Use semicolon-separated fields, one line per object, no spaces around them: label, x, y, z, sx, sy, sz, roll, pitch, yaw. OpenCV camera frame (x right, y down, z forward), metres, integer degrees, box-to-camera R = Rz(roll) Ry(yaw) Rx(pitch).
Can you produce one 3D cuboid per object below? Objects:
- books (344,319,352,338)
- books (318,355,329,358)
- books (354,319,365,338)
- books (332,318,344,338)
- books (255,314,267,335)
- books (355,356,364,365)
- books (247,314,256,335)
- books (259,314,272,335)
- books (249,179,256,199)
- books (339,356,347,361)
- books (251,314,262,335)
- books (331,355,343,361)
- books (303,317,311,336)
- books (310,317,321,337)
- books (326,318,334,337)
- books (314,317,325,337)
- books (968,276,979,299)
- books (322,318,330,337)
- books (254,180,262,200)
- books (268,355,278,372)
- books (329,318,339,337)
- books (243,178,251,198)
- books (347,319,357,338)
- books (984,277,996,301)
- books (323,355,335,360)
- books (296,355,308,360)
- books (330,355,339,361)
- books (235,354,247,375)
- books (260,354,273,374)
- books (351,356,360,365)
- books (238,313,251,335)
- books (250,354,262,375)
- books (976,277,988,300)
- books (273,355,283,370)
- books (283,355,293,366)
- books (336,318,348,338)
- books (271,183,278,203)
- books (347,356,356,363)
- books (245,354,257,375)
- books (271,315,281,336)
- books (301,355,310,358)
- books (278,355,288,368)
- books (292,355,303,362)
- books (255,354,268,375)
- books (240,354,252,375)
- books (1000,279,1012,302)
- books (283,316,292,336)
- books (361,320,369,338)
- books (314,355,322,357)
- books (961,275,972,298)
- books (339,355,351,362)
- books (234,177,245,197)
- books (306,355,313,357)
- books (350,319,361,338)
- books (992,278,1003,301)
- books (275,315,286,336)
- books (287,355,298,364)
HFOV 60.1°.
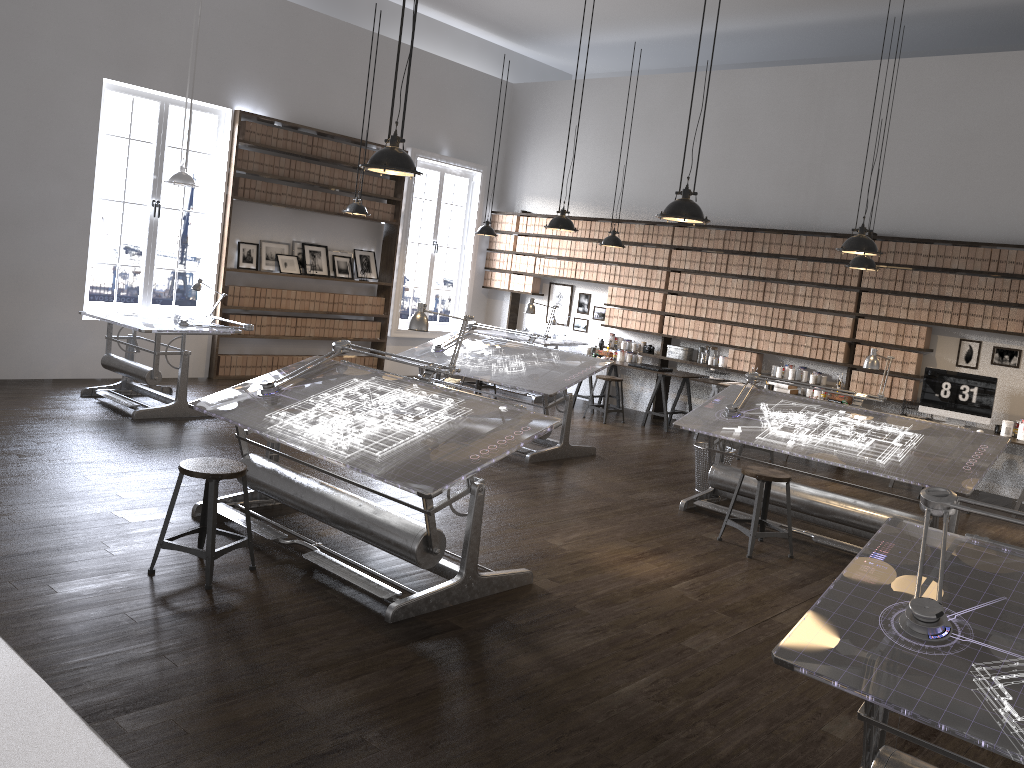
books;-2.154;-0.720;11.429;0.175;0.225;0.066;12;6;41
books;-2.401;-0.241;11.252;0.175;0.225;0.066;12;7;41
books;-2.017;-0.723;11.583;0.175;0.224;0.066;12;6;41
books;-2.244;-0.718;11.323;0.175;0.225;0.066;12;7;41
books;-2.986;-0.702;10.485;0.175;0.224;0.066;12;7;41
books;-2.036;-0.249;11.666;0.175;0.225;0.066;12;6;41
books;-3.082;-0.701;10.379;0.175;0.225;0.066;12;7;41
books;-2.945;-0.704;10.533;0.175;0.224;0.066;12;7;41
books;-3.012;-2.227;10.131;0.175;0.225;0.066;12;6;41
books;-2.217;-0.244;11.452;0.175;0.225;0.067;12;6;41
books;-3.032;-0.701;10.429;0.175;0.225;0.067;12;6;41
books;-2.265;-0.244;11.405;0.175;0.224;0.066;12;7;41
books;-2.569;-0.710;10.951;0.175;0.225;0.066;12;6;41
books;-2.481;-0.714;11.062;0.175;0.225;0.066;12;7;41
books;-2.338;-0.715;11.213;0.175;0.225;0.067;12;6;41
books;-2.433;-0.714;11.113;0.175;0.225;0.066;12;7;41
books;4.540;-0.937;8.665;0.067;0.225;0.174;11;7;41
books;-2.383;-0.715;11.168;0.175;0.224;0.066;12;7;41
books;-2.961;-2.227;10.181;0.175;0.225;0.066;12;6;41
books;-2.904;-0.230;10.677;0.175;0.225;0.067;12;6;41
books;-2.290;-0.716;11.267;0.175;0.225;0.066;12;7;41
books;-3.057;-2.225;10.071;0.175;0.225;0.067;12;7;41
books;-2.104;-0.720;11.479;0.175;0.225;0.067;12;7;41
books;4.640;-0.912;8.566;0.067;0.225;0.174;11;7;41
books;-2.352;-0.241;11.302;0.175;0.225;0.067;12;6;41
books;-2.625;-0.236;10.993;0.175;0.225;0.067;12;7;41
books;-2.305;-0.243;11.357;0.175;0.224;0.066;12;7;41
books;-3.186;-0.225;10.363;0.175;0.224;0.066;12;6;41
books;-2.958;-0.230;10.624;0.175;0.225;0.066;12;7;41
books;-2.080;-0.247;11.610;0.175;0.225;0.066;12;6;41
books;-3.129;-0.700;10.328;0.175;0.225;0.066;12;7;41
books;-3.051;-0.228;10.518;0.175;0.225;0.066;12;6;41
books;4.589;-0.925;8.616;0.067;0.225;0.174;11;7;41
books;-2.859;-0.232;10.736;0.175;0.224;0.066;12;7;41
books;-2.769;-0.232;10.828;0.175;0.225;0.067;12;7;41
books;-2.201;-0.720;11.378;0.175;0.225;0.066;12;6;41
books;-2.821;-2.230;10.337;0.175;0.225;0.067;12;6;41
books;-2.130;-0.247;11.560;0.175;0.225;0.066;12;7;41
books;-3.098;-0.227;10.464;0.175;0.225;0.066;12;6;41
books;-2.857;-0.706;10.634;0.175;0.225;0.066;12;7;41
books;-2.578;-0.237;11.049;0.175;0.224;0.066;12;6;41
books;-2.814;-0.232;10.783;0.175;0.224;0.066;12;6;41
books;-2.675;-0.235;10.939;0.175;0.225;0.066;12;6;41
books;-3.001;-0.228;10.568;0.175;0.225;0.066;12;7;41
books;-3.138;-0.225;10.410;0.175;0.225;0.067;12;7;41
books;4.743;-0.888;8.480;0.067;0.224;0.174;11;7;41
books;-2.760;-0.707;10.738;0.175;0.225;0.066;12;6;41
books;-1.969;-0.723;11.630;0.175;0.225;0.067;12;7;41
books;-2.449;-0.240;11.200;0.175;0.225;0.066;12;7;41
books;4.487;-0.949;8.709;0.067;0.225;0.174;11;7;41
books;-2.177;-0.246;11.507;0.175;0.225;0.066;12;7;41
books;-3.110;-2.225;10.019;0.175;0.224;0.066;12;6;41
books;-2.538;-0.238;11.097;0.175;0.224;0.066;12;6;41
books;-2.058;-0.722;11.535;0.175;0.224;0.066;12;6;41
books;4.694;-0.899;8.518;0.067;0.225;0.174;11;7;41
books;-2.810;-0.707;10.688;0.175;0.225;0.066;12;7;41
books;-2.721;-0.233;10.882;0.175;0.225;0.066;12;6;41
